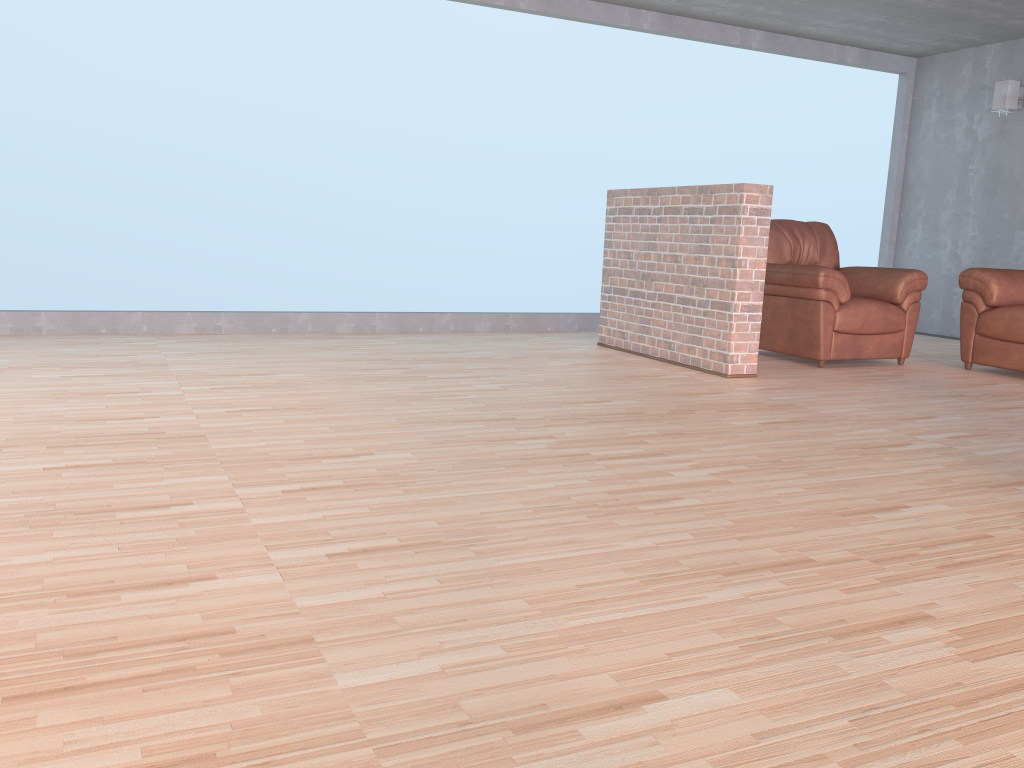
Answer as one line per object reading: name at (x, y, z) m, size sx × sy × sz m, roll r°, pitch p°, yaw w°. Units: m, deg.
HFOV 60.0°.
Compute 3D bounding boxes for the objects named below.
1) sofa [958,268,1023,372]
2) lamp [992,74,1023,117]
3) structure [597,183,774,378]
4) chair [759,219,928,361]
sofa at (3.771, -0.441, 4.991) m, size 0.981 × 0.923 × 2.202 m, roll -2°, pitch 11°, yaw -25°
lamp at (3.999, -2.325, 7.158) m, size 0.168 × 0.319 × 0.165 m, roll -2°, pitch 11°, yaw -25°
structure at (1.010, -0.675, 5.495) m, size 0.211 × 1.057 × 1.422 m, roll -2°, pitch 11°, yaw -25°
chair at (2.084, -0.658, 5.958) m, size 0.970 × 0.879 × 0.936 m, roll -2°, pitch 11°, yaw -26°
